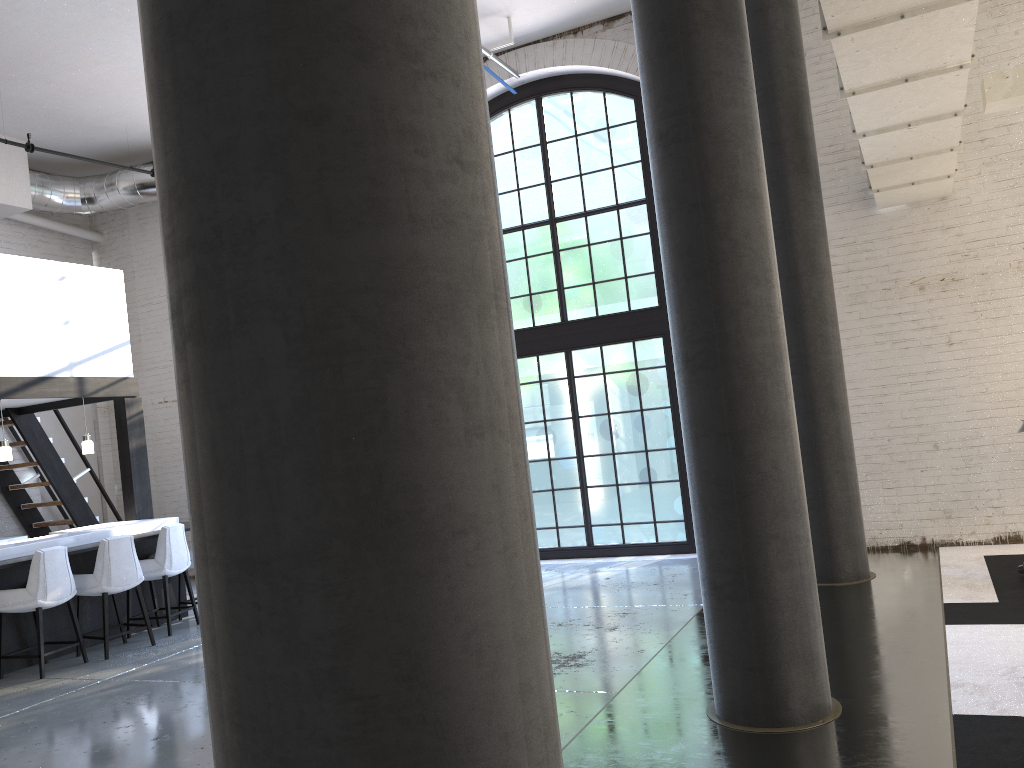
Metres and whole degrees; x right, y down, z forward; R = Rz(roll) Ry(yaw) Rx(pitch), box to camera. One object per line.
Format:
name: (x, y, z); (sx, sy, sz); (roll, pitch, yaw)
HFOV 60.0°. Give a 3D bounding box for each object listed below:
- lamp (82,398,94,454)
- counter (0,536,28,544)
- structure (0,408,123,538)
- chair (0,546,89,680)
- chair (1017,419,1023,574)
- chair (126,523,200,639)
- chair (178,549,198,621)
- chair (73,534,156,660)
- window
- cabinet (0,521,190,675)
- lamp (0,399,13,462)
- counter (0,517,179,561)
lamp: (-4.939, 0.477, 8.958); (1.950, 0.623, 0.124); (-8, -2, 25)
counter: (-5.949, 1.639, 7.554); (1.710, 0.045, 4.237); (-8, -3, 25)
structure: (-5.488, 1.039, 10.500); (0.930, 3.184, 1.662); (-7, -2, 25)
chair: (-3.651, 1.759, 6.829); (0.502, 0.984, 0.579); (-7, -2, 21)
chair: (3.891, 0.755, 6.153); (0.792, 1.085, 0.770); (-7, -2, 9)
chair: (-3.147, 1.756, 7.906); (0.501, 0.984, 0.579); (-7, -2, 16)
chair: (-2.902, 1.754, 8.444); (0.502, 0.984, 0.579); (-8, -3, 31)
chair: (-3.297, 1.741, 7.271); (0.502, 0.984, 0.579); (-8, -3, 36)
window: (0.560, -0.687, 9.483); (2.493, 5.176, 0.137); (-7, -2, 25)
cabinet: (-3.812, 1.865, 7.875); (1.371, 0.910, 2.691); (-8, -3, 25)
lamp: (-4.473, 0.366, 7.787); (0.100, 0.623, 0.100); (-8, -2, 31)
counter: (-4.147, 1.397, 7.756); (0.977, 0.095, 2.293); (-8, -3, 25)
